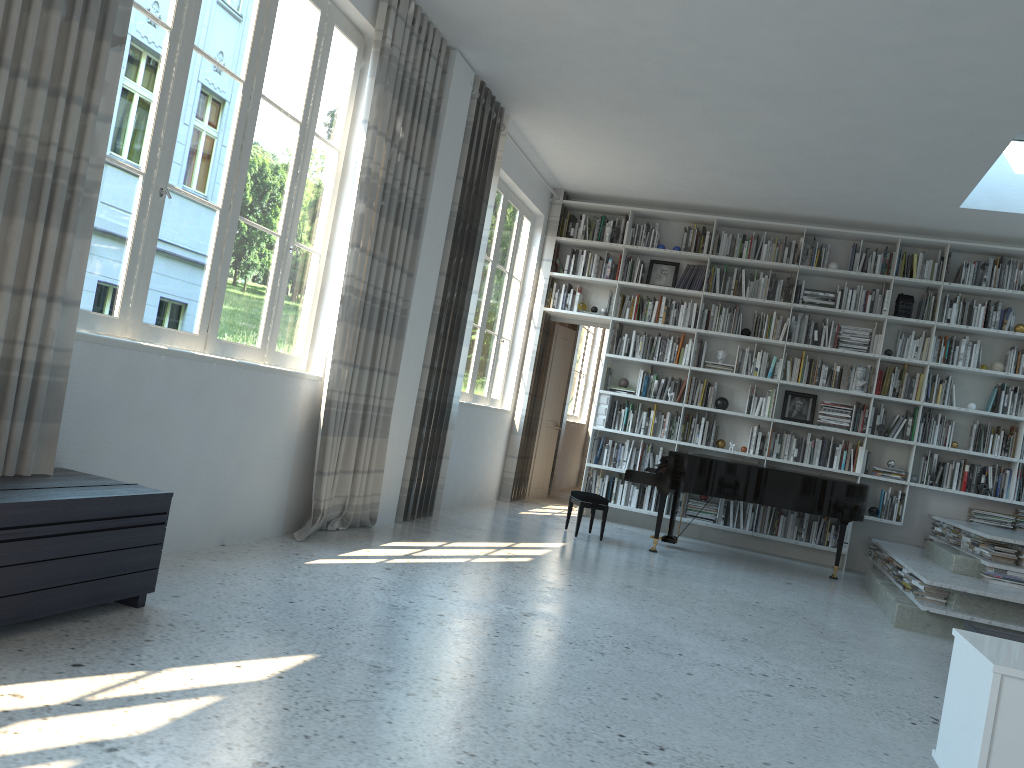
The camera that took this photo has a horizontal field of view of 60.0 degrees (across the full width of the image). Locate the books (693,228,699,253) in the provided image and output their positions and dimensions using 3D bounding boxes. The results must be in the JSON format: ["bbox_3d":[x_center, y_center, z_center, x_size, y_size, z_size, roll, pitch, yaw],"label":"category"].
[{"bbox_3d":[1.838,-1.402,8.848,0.011,0.274,0.183,10,-1,16],"label":"books"}]

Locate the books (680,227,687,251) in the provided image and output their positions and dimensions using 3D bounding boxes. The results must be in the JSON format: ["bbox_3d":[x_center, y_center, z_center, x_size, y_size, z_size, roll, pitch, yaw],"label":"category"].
[{"bbox_3d":[1.722,-1.423,8.901,0.013,0.278,0.151,10,-1,16],"label":"books"}]

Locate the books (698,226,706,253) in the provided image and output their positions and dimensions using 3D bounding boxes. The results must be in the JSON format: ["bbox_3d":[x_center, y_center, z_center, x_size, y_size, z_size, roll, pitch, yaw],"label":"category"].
[{"bbox_3d":[1.893,-1.404,8.826,0.025,0.297,0.163,10,-1,16],"label":"books"}]

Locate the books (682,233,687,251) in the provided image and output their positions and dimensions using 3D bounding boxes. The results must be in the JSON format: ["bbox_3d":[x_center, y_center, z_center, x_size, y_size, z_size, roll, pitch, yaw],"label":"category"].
[{"bbox_3d":[1.732,-1.391,8.883,0.028,0.218,0.153,10,-1,16],"label":"books"}]

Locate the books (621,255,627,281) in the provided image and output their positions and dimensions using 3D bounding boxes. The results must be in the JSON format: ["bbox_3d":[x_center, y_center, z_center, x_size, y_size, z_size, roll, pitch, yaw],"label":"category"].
[{"bbox_3d":[1.147,-1.156,9.020,0.005,0.292,0.184,10,-1,16],"label":"books"}]

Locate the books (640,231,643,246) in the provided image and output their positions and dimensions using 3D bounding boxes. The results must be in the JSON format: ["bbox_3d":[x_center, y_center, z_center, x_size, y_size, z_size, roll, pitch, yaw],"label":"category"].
[{"bbox_3d":[1.325,-1.446,9.013,0.014,0.192,0.146,10,-1,16],"label":"books"}]

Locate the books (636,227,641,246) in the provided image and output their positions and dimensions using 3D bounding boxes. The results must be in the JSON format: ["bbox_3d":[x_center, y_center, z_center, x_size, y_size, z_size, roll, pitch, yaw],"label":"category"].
[{"bbox_3d":[1.296,-1.468,9.008,0.013,0.225,0.177,10,-1,16],"label":"books"}]

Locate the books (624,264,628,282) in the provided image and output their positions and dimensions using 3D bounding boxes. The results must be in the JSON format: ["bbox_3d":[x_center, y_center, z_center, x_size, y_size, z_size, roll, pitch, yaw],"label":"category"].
[{"bbox_3d":[1.166,-1.107,9.026,0.015,0.207,0.172,10,-1,16],"label":"books"}]

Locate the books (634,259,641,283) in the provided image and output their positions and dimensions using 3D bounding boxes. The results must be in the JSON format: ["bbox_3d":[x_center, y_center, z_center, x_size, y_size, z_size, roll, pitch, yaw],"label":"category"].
[{"bbox_3d":[1.277,-1.116,8.976,0.023,0.258,0.183,10,-1,16],"label":"books"}]

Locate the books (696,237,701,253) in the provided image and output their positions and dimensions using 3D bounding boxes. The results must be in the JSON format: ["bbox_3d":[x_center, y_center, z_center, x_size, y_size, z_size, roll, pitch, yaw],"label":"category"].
[{"bbox_3d":[1.862,-1.355,8.843,0.027,0.190,0.177,10,-1,16],"label":"books"}]

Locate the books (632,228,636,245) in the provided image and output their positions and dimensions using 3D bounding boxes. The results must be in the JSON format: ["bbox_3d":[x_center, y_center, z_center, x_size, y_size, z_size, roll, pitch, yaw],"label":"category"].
[{"bbox_3d":[1.248,-1.468,9.032,0.032,0.210,0.158,10,-1,16],"label":"books"}]

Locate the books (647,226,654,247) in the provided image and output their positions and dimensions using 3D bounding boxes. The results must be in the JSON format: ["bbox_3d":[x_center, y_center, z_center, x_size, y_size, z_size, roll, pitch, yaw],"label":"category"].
[{"bbox_3d":[1.401,-1.464,8.987,0.013,0.252,0.129,10,-1,16],"label":"books"}]

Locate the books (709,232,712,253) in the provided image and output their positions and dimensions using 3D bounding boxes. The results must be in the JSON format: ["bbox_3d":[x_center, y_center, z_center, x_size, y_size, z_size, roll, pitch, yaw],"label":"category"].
[{"bbox_3d":[1.977,-1.366,8.826,0.039,0.252,0.146,10,-1,16],"label":"books"}]

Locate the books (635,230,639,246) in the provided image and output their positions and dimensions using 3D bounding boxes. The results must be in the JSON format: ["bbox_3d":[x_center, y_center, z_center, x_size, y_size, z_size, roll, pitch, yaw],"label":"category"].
[{"bbox_3d":[1.284,-1.454,9.028,0.017,0.194,0.129,10,-1,16],"label":"books"}]

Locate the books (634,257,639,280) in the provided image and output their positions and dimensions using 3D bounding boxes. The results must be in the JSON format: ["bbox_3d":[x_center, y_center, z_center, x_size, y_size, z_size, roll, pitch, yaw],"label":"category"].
[{"bbox_3d":[1.269,-1.129,8.990,0.005,0.281,0.191,10,-1,16],"label":"books"}]

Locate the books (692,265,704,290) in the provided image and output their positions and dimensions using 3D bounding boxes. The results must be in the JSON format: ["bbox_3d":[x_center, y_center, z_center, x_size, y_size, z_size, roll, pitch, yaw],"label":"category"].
[{"bbox_3d":[1.856,-1.032,8.842,0.078,0.285,0.174,10,-1,16],"label":"books"}]

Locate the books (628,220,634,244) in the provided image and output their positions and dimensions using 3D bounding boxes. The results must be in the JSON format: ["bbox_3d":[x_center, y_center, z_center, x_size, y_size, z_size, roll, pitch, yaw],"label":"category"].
[{"bbox_3d":[1.215,-1.512,9.048,0.007,0.285,0.159,10,-1,16],"label":"books"}]

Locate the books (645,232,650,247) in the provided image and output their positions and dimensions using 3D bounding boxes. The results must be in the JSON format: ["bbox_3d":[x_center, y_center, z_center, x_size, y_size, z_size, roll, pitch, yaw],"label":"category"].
[{"bbox_3d":[1.375,-1.433,8.987,0.026,0.182,0.161,10,-1,16],"label":"books"}]

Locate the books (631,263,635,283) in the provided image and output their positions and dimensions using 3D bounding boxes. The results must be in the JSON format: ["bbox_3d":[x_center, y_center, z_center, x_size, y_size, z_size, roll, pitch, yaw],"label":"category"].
[{"bbox_3d":[1.238,-1.103,8.987,0.018,0.218,0.186,10,-1,16],"label":"books"}]

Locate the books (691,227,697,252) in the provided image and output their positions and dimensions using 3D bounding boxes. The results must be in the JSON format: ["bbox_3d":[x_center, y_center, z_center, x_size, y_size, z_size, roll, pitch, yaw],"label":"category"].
[{"bbox_3d":[1.821,-1.409,8.865,0.013,0.283,0.166,10,-1,16],"label":"books"}]

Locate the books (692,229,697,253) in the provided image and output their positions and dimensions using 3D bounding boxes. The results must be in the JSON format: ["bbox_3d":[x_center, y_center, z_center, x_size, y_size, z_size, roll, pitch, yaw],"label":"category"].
[{"bbox_3d":[1.827,-1.398,8.850,0.010,0.263,0.156,10,-1,16],"label":"books"}]

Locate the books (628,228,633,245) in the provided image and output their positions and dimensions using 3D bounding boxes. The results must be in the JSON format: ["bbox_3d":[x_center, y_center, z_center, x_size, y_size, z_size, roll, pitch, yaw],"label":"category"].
[{"bbox_3d":[1.216,-1.471,9.036,0.017,0.204,0.142,10,-1,16],"label":"books"}]

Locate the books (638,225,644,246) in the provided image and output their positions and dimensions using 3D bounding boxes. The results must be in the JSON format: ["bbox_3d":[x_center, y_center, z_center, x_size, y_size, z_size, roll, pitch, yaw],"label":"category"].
[{"bbox_3d":[1.313,-1.474,9.009,0.016,0.243,0.156,10,-1,16],"label":"books"}]

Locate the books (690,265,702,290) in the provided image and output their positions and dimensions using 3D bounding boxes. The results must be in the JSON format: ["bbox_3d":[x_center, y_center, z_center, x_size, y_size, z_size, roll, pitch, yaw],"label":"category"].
[{"bbox_3d":[1.833,-1.036,8.844,0.078,0.285,0.174,10,-1,16],"label":"books"}]

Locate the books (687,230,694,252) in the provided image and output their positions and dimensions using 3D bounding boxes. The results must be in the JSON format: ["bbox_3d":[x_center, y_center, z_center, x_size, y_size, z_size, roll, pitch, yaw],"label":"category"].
[{"bbox_3d":[1.783,-1.398,8.863,0.028,0.249,0.155,10,-1,16],"label":"books"}]

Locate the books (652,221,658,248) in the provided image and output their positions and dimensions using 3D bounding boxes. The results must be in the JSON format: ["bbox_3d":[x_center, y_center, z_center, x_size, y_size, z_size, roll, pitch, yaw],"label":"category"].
[{"bbox_3d":[1.448,-1.481,8.979,0.007,0.301,0.145,10,-1,16],"label":"books"}]

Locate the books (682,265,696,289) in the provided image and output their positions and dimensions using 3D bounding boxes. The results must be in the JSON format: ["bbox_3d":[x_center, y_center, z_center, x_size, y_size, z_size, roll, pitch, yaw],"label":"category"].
[{"bbox_3d":[1.773,-1.040,8.862,0.110,0.279,0.174,10,-1,16],"label":"books"}]

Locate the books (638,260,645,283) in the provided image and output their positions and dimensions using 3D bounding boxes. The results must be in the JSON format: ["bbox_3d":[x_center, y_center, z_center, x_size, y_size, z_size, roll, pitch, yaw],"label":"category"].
[{"bbox_3d":[1.306,-1.109,8.976,0.012,0.254,0.166,10,-1,16],"label":"books"}]

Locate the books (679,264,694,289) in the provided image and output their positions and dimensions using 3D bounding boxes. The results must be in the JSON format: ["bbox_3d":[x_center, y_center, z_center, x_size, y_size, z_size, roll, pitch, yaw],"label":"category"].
[{"bbox_3d":[1.746,-1.045,8.851,0.110,0.279,0.174,10,-1,16],"label":"books"}]

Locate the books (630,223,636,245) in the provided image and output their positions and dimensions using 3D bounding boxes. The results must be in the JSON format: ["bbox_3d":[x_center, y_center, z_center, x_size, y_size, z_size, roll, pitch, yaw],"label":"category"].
[{"bbox_3d":[1.234,-1.495,9.039,0.007,0.259,0.156,10,-1,16],"label":"books"}]

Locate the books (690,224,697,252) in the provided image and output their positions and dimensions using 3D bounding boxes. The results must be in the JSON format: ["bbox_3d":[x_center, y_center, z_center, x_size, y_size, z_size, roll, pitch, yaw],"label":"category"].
[{"bbox_3d":[1.816,-1.428,8.883,0.014,0.320,0.137,10,-1,16],"label":"books"}]

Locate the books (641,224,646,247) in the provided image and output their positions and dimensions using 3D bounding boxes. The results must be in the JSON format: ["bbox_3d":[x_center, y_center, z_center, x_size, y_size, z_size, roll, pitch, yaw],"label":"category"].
[{"bbox_3d":[1.341,-1.479,8.997,0.016,0.261,0.154,10,-1,16],"label":"books"}]

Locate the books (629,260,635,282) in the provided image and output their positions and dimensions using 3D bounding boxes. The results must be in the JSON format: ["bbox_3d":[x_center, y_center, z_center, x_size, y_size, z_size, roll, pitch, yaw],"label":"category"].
[{"bbox_3d":[1.218,-1.120,8.989,0.004,0.246,0.189,10,-1,16],"label":"books"}]

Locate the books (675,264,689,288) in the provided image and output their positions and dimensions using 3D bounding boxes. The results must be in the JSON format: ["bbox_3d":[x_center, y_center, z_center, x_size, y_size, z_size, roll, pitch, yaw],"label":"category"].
[{"bbox_3d":[1.706,-1.052,8.872,0.110,0.279,0.174,10,-1,16],"label":"books"}]

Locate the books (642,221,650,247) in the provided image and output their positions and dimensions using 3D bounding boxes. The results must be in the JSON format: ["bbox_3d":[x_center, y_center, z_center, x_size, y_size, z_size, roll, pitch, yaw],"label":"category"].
[{"bbox_3d":[1.359,-1.485,8.976,0.015,0.279,0.190,10,-1,16],"label":"books"}]

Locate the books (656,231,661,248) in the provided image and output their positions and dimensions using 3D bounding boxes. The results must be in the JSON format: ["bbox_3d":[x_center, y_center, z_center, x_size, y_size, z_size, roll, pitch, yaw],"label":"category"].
[{"bbox_3d":[1.477,-1.429,8.972,0.013,0.210,0.136,10,-1,16],"label":"books"}]

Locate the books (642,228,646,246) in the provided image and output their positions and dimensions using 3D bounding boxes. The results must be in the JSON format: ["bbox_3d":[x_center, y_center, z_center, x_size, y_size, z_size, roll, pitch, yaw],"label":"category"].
[{"bbox_3d":[1.352,-1.482,8.993,0.007,0.272,0.154,10,-1,16],"label":"books"}]

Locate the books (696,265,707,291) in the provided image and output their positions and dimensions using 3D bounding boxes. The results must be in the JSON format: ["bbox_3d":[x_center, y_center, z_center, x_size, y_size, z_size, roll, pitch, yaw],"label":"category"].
[{"bbox_3d":[1.894,-1.026,8.812,0.078,0.285,0.174,10,-1,16],"label":"books"}]

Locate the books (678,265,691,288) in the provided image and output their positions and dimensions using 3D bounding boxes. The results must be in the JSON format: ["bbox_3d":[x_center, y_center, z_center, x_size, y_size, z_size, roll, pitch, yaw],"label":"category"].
[{"bbox_3d":[1.730,-1.047,8.874,0.110,0.279,0.174,10,-1,16],"label":"books"}]

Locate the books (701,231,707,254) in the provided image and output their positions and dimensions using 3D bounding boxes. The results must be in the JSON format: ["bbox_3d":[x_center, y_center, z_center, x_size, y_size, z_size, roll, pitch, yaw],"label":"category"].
[{"bbox_3d":[1.918,-1.381,8.842,0.022,0.260,0.152,10,-1,16],"label":"books"}]

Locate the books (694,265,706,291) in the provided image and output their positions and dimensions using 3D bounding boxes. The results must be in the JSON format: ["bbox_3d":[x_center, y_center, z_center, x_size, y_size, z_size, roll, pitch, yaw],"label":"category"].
[{"bbox_3d":[1.876,-1.028,8.832,0.078,0.285,0.174,10,-1,16],"label":"books"}]

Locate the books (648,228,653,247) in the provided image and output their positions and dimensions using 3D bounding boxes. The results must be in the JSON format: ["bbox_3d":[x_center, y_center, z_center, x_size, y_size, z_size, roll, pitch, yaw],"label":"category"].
[{"bbox_3d":[1.408,-1.447,8.974,0.013,0.219,0.181,10,-1,16],"label":"books"}]

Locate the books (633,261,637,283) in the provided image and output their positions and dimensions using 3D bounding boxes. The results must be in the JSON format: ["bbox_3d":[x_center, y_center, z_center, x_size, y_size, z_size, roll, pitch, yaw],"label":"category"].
[{"bbox_3d":[1.255,-1.112,8.994,0.019,0.243,0.153,10,-1,16],"label":"books"}]

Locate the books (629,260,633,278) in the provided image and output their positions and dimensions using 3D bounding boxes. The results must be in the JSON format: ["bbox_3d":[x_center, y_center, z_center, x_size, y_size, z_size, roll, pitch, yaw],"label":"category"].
[{"bbox_3d":[1.217,-1.121,9.011,0.010,0.249,0.166,10,-1,16],"label":"books"}]

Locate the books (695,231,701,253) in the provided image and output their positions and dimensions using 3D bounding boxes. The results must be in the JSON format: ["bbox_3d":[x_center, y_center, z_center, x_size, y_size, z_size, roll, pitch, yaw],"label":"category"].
[{"bbox_3d":[1.856,-1.388,8.872,0.013,0.254,0.129,10,-1,16],"label":"books"}]

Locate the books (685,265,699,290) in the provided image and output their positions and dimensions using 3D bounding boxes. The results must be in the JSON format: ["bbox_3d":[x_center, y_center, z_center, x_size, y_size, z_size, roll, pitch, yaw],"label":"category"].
[{"bbox_3d":[1.796,-1.040,8.834,0.097,0.282,0.174,10,-1,16],"label":"books"}]

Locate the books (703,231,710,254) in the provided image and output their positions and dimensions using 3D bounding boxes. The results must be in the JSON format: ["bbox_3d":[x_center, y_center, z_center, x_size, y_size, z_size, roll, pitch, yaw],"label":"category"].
[{"bbox_3d":[1.939,-1.375,8.822,0.031,0.254,0.178,10,-1,16],"label":"books"}]

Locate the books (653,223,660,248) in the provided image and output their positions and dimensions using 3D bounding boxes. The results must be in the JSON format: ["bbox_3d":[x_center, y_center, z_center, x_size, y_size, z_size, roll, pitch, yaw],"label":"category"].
[{"bbox_3d":[1.460,-1.474,8.988,0.015,0.293,0.131,10,-1,16],"label":"books"}]

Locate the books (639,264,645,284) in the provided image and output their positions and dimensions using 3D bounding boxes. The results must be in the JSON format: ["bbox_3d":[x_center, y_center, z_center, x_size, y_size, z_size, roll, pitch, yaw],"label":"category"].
[{"bbox_3d":[1.312,-1.088,8.965,0.012,0.214,0.185,10,-1,16],"label":"books"}]

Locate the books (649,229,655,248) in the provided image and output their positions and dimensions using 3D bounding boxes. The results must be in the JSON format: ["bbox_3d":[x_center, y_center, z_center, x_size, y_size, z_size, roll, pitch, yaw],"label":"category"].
[{"bbox_3d":[1.421,-1.441,8.963,0.021,0.213,0.173,10,-1,16],"label":"books"}]

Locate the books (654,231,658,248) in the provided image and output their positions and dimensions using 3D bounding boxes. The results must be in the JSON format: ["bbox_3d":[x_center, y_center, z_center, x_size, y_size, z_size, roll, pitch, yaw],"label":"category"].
[{"bbox_3d":[1.461,-1.428,8.966,0.014,0.202,0.170,10,-1,16],"label":"books"}]

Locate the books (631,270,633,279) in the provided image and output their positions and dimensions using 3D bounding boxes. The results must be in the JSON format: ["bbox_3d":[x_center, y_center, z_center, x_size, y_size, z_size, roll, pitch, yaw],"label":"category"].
[{"bbox_3d":[1.234,-1.100,9.025,0.012,0.214,0.132,10,-1,16],"label":"books"}]

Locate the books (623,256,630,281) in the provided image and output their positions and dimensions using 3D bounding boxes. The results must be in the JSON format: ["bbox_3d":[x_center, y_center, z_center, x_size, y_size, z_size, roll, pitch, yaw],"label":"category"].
[{"bbox_3d":[1.162,-1.149,9.026,0.006,0.287,0.148,10,-1,16],"label":"books"}]

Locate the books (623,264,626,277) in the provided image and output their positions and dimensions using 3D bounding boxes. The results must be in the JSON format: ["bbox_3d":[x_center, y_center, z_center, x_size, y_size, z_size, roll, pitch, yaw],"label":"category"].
[{"bbox_3d":[1.156,-1.122,9.050,0.006,0.233,0.136,10,-1,16],"label":"books"}]

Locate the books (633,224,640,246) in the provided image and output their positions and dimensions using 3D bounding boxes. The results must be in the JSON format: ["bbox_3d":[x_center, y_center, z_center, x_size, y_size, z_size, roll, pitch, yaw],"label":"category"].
[{"bbox_3d":[1.271,-1.484,9.019,0.012,0.249,0.180,10,-1,16],"label":"books"}]

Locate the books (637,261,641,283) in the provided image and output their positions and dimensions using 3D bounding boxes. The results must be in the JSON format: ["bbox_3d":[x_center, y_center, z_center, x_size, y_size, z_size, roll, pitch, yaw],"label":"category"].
[{"bbox_3d":[1.295,-1.109,8.980,0.011,0.250,0.168,10,-1,16],"label":"books"}]

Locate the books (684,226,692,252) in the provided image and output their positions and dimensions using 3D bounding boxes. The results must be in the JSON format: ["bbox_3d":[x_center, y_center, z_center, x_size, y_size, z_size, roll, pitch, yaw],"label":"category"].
[{"bbox_3d":[1.761,-1.418,8.872,0.024,0.279,0.188,10,-1,16],"label":"books"}]
